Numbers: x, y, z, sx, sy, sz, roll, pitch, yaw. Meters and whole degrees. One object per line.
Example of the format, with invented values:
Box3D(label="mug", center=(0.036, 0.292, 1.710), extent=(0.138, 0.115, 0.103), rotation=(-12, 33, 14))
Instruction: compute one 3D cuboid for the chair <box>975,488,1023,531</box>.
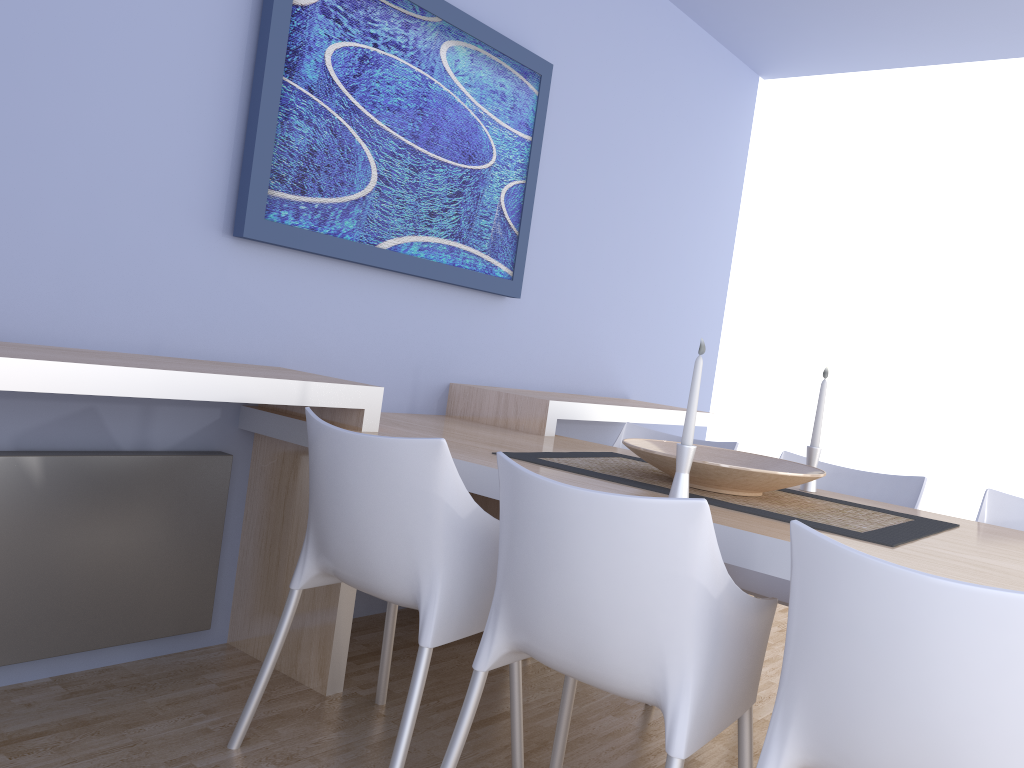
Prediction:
Box3D(label="chair", center=(1.343, 0.702, 2.234), extent=(0.510, 0.793, 0.486), rotation=(10, 2, 38))

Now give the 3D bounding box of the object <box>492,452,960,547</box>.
Box3D(label="object", center=(0.512, 0.258, 2.200), extent=(0.986, 0.005, 0.594), rotation=(10, 2, 38))

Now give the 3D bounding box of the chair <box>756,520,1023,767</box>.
Box3D(label="chair", center=(0.635, 0.632, 1.333), extent=(0.510, 0.793, 0.486), rotation=(10, 2, 38))

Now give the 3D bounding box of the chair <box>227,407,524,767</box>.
Box3D(label="chair", center=(-0.255, 0.482, 2.045), extent=(0.510, 0.793, 0.486), rotation=(10, 2, 38))

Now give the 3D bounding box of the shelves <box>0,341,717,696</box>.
Box3D(label="shelves", center=(-0.514, 0.401, 2.638), extent=(0.463, 0.840, 3.901), rotation=(10, 2, 38))

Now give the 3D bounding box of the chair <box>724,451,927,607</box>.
Box3D(label="chair", center=(0.882, 0.624, 2.602), extent=(0.510, 0.793, 0.486), rotation=(10, 2, 39))

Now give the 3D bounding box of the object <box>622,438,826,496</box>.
Box3D(label="object", center=(0.514, 0.216, 2.197), extent=(0.493, 0.081, 0.493), rotation=(7, 2, -33))

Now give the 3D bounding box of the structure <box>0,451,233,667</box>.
Box3D(label="structure", center=(-0.625, 0.466, 2.805), extent=(0.064, 0.503, 3.843), rotation=(10, 2, 38))

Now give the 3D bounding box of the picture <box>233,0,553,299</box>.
Box3D(label="picture", center=(-0.309, -0.816, 2.931), extent=(0.049, 0.901, 1.252), rotation=(10, 2, 38))

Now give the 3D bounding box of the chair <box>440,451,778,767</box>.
Box3D(label="chair", center=(0.190, 0.557, 1.689), extent=(0.510, 0.793, 0.486), rotation=(10, 2, 38))

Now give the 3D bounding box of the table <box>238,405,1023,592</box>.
Box3D(label="table", center=(0.373, 0.601, 2.271), extent=(2.340, 0.718, 1.002), rotation=(10, 2, 38))

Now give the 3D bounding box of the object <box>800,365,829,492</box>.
Box3D(label="object", center=(0.839, 0.121, 2.437), extent=(0.045, 0.349, 0.045), rotation=(10, 2, 38))

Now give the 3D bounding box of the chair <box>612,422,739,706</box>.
Box3D(label="chair", center=(0.427, 0.548, 2.966), extent=(0.510, 0.793, 0.486), rotation=(10, 2, 38))

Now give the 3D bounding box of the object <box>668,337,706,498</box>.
Box3D(label="object", center=(0.370, 0.075, 1.841), extent=(0.045, 0.349, 0.045), rotation=(8, 2, -10))
